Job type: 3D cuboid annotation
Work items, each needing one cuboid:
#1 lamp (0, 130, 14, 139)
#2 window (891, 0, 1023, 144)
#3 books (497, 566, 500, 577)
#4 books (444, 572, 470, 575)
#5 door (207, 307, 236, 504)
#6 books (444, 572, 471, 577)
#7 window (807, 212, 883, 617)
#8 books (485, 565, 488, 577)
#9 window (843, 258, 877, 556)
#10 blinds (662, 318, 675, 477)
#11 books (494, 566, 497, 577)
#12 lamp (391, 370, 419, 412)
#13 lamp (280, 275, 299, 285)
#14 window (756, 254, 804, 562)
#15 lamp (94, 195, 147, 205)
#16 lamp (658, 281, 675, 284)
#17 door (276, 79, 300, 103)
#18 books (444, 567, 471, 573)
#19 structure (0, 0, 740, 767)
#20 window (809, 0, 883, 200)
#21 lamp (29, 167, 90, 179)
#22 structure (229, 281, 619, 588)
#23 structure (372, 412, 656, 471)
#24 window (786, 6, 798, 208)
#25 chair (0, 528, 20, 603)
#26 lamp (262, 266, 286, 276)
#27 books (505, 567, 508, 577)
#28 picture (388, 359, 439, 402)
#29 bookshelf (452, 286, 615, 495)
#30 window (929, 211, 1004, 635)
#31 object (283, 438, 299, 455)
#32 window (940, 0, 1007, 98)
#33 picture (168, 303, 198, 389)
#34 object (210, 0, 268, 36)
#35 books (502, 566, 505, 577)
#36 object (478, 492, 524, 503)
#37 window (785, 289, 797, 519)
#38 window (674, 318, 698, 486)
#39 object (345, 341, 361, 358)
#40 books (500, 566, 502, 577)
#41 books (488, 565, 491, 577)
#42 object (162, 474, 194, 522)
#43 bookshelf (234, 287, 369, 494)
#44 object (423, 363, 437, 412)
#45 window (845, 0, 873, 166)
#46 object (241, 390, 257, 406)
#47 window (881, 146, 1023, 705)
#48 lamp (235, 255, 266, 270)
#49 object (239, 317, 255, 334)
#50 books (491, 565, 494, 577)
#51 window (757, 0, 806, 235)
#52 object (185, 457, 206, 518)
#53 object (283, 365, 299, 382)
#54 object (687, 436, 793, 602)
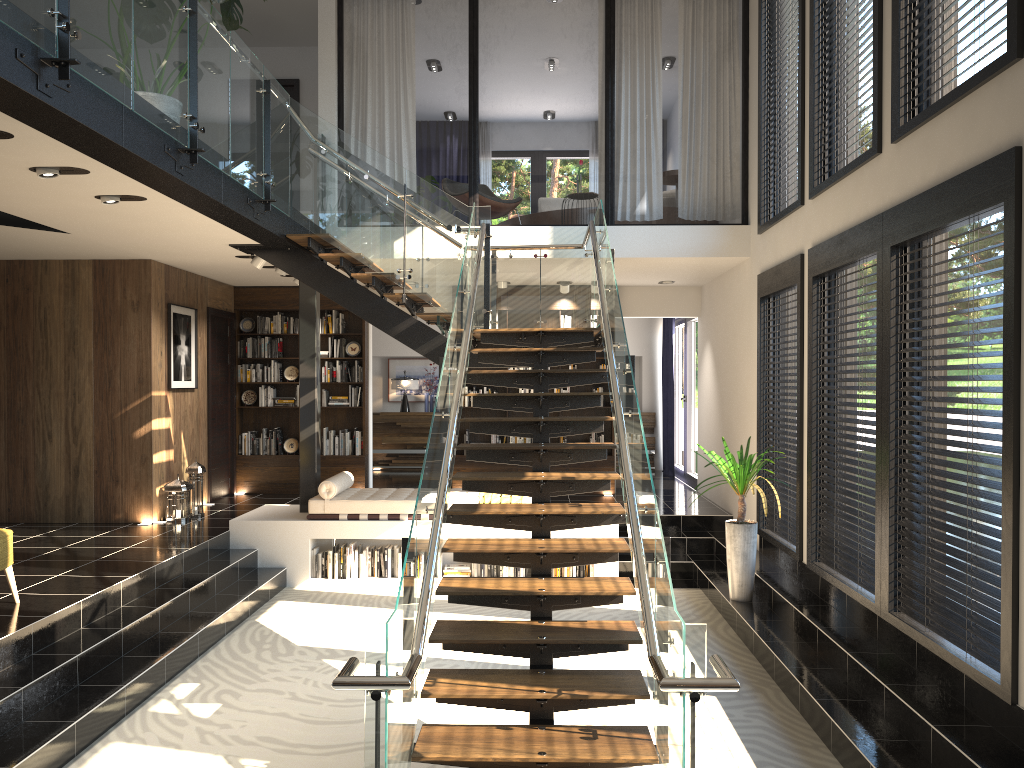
[{"bbox_3d":[-2.715,-1.283,4.506,0.346,0.247,0.195,0,0,2],"label":"lamp"},{"bbox_3d":[2.412,-2.665,4.557,0.358,2.476,1.393,0,1,2],"label":"window"},{"bbox_3d":[-0.129,1.766,8.791,0.026,0.270,0.128,0,1,2],"label":"books"},{"bbox_3d":[-0.541,1.865,8.783,0.261,0.024,0.167,0,0,-2],"label":"books"},{"bbox_3d":[-3.636,0.259,11.012,0.104,2.348,0.931,0,1,2],"label":"door"},{"bbox_3d":[-0.541,1.889,8.783,0.257,0.024,0.167,0,0,2],"label":"books"},{"bbox_3d":[2.456,0.191,6.149,0.358,2.476,1.498,0,1,2],"label":"window"},{"bbox_3d":[-0.250,1.759,8.775,0.030,0.284,0.176,0,1,2],"label":"books"},{"bbox_3d":[2.527,0.191,6.139,0.005,2.297,1.313,0,1,2],"label":"window"},{"bbox_3d":[2.476,0.110,14.158,0.161,2.771,1.080,0,1,0],"label":"blinds"},{"bbox_3d":[-0.160,1.748,8.759,0.035,0.305,0.151,0,1,2],"label":"books"},{"bbox_3d":[-1.806,0.128,14.983,0.470,0.726,0.470,0,1,-6],"label":"lamp"},{"bbox_3d":[-2.546,-1.272,10.400,0.346,0.263,0.195,0,0,2],"label":"lamp"},{"bbox_3d":[2.502,0.195,7.785,0.358,2.476,1.393,0,1,2],"label":"window"},{"bbox_3d":[-2.671,-1.317,6.056,0.346,0.177,0.195,0,0,2],"label":"lamp"},{"bbox_3d":[1.928,-1.324,11.063,0.195,0.158,0.346,0,0,2],"label":"lamp"},{"bbox_3d":[-3.205,-2.753,11.489,0.931,2.348,0.104,0,1,2],"label":"door"},{"bbox_3d":[-0.541,1.841,8.787,0.274,0.025,0.156,0,0,-2],"label":"books"},{"bbox_3d":[-0.885,-0.059,5.346,3.447,4.869,7.279,0,0,1],"label":"structure"},{"bbox_3d":[2.457,-2.664,6.152,0.358,2.476,1.393,0,1,2],"label":"window"},{"bbox_3d":[-2.693,-1.317,5.280,0.346,0.177,0.195,0,0,2],"label":"lamp"},{"bbox_3d":[-0.847,0.349,9.140,3.781,3.245,1.148,0,1,2],"label":"structure"},{"bbox_3d":[-0.774,0.958,15.028,6.276,0.982,0.885,0,0,2],"label":"structure"},{"bbox_3d":[2.573,-2.663,7.738,0.005,2.297,1.221,0,1,2],"label":"window"},{"bbox_3d":[-3.678,0.874,5.436,1.030,1.097,0.807,0,0,1],"label":"chair"},{"bbox_3d":[-2.567,-1.288,9.625,0.346,0.231,0.195,0,0,2],"label":"lamp"},{"bbox_3d":[-0.049,1.737,8.768,0.029,0.326,0.153,0,1,2],"label":"books"},{"bbox_3d":[-0.355,-0.062,15.193,3.543,0.748,0.035,0,1,2],"label":"picture"},{"bbox_3d":[0.279,0.085,11.517,2.090,2.683,0.273,0,1,2],"label":"bookshelf"},{"bbox_3d":[2.485,0.190,4.644,0.005,2.297,1.313,0,1,2],"label":"window"},{"bbox_3d":[-2.883,0.814,11.585,0.212,0.222,0.082,0,1,2],"label":"object"},{"bbox_3d":[2.483,-2.665,4.547,0.005,2.297,1.221,0,1,2],"label":"window"},{"bbox_3d":[-3.623,-0.402,9.780,0.028,0.911,0.748,0,0,2],"label":"picture"},{"bbox_3d":[-2.456,-2.361,6.186,1.464,1.554,1.260,0,0,-10],"label":"object"},{"bbox_3d":[-0.078,1.765,8.749,0.027,0.270,0.187,0,0,2],"label":"books"},{"bbox_3d":[-0.102,1.353,9.143,0.466,0.510,1.166,0,0,2],"label":"object"},{"bbox_3d":[2.573,0.195,7.775,0.005,2.297,1.221,0,1,2],"label":"window"},{"bbox_3d":[2.629,0.199,13.255,0.184,2.476,2.981,0,0,2],"label":"window"},{"bbox_3d":[-2.068,-0.448,11.549,0.212,0.222,0.082,0,1,2],"label":"object"},{"bbox_3d":[-0.105,1.757,8.728,0.026,0.287,0.204,0,0,2],"label":"books"},{"bbox_3d":[-0.222,1.766,8.749,0.029,0.268,0.173,0,1,2],"label":"books"},{"bbox_3d":[-3.500,1.183,9.294,0.262,0.483,0.262,0,1,2],"label":"object"},{"bbox_3d":[-2.745,0.085,11.603,1.703,2.683,0.273,0,1,2],"label":"bookshelf"},{"bbox_3d":[-1.371,0.065,15.078,0.272,0.860,0.270,0,1,16],"label":"object"},{"bbox_3d":[2.528,-2.664,6.142,0.005,2.297,1.221,0,1,2],"label":"window"},{"bbox_3d":[-3.440,0.184,11.614,0.212,0.222,0.082,0,1,2],"label":"object"},{"bbox_3d":[2.414,0.190,4.654,0.358,2.476,1.498,0,1,2],"label":"window"},{"bbox_3d":[-2.589,-1.273,8.851,0.346,0.263,0.195,0,0,2],"label":"lamp"},{"bbox_3d":[-3.455,-0.762,11.577,0.212,0.222,0.082,0,1,2],"label":"object"},{"bbox_3d":[-0.192,1.767,8.756,0.029,0.268,0.146,0,1,2],"label":"books"},{"bbox_3d":[2.502,-2.663,7.747,0.358,2.476,1.393,0,1,2],"label":"window"},{"bbox_3d":[-3.394,1.103,9.520,0.182,0.643,0.182,0,1,2],"label":"object"},{"bbox_3d":[-2.883,-0.132,11.594,0.212,0.222,0.082,0,1,2],"label":"object"},{"bbox_3d":[1.883,1.116,7.354,0.876,1.338,0.830,0,1,-9],"label":"object"}]
